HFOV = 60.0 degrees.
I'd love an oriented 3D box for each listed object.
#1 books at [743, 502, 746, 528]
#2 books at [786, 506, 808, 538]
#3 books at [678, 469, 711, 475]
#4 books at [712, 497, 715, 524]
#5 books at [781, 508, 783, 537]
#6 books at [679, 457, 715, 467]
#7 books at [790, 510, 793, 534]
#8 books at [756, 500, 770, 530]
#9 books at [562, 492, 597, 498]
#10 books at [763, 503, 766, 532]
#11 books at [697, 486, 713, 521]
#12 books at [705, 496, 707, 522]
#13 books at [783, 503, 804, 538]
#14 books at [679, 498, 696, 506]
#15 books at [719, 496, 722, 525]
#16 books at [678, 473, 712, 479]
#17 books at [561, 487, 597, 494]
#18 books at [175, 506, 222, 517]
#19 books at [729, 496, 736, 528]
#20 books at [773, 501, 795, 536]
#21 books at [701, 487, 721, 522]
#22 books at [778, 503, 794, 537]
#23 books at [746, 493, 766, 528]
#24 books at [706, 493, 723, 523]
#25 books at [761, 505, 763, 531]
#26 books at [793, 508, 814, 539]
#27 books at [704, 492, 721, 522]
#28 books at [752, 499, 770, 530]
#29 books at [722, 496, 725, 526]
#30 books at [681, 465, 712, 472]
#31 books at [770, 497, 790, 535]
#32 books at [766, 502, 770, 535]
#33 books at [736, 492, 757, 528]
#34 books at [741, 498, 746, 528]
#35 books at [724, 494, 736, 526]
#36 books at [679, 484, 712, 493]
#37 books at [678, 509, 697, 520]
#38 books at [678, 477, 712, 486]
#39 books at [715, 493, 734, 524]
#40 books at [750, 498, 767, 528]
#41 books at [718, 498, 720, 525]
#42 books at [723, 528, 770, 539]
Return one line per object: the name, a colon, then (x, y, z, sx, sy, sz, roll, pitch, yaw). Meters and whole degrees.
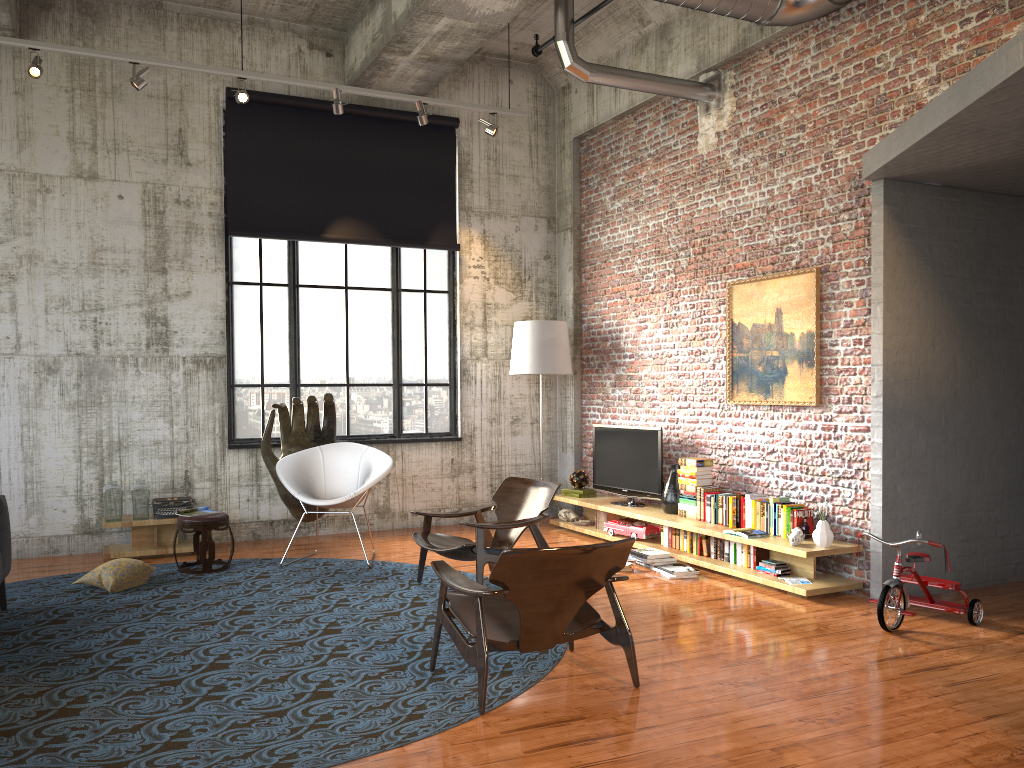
books: (1.968, 1.078, 7.275, 0.161, 0.223, 0.026, -1, 2, -26)
books: (2.198, 1.066, 6.834, 0.174, 0.240, 0.045, -1, 2, -26)
books: (1.631, 0.785, 7.917, 0.183, 0.034, 0.253, 0, 0, -26)
books: (1.781, 1.077, 7.571, 0.161, 0.223, 0.026, -1, 2, -26)
books: (2.161, 1.075, 6.893, 0.161, 0.223, 0.027, -1, 2, -26)
books: (1.648, 0.698, 7.919, 0.198, 0.066, 0.259, 0, 0, -26)
books: (2.204, 1.074, 6.798, 0.161, 0.223, 0.026, -1, 2, -26)
books: (2.045, 1.065, 7.133, 0.171, 0.246, 0.057, -1, 2, -26)
books: (0.728, 1.190, 9.582, 0.243, 0.037, 0.302, 0, 0, -33)
books: (2.083, 1.068, 7.066, 0.174, 0.240, 0.045, -1, 2, -26)
books: (1.700, 1.045, 7.752, 0.176, 0.291, 0.044, -1, 2, -26)
books: (1.744, 1.078, 7.662, 0.161, 0.223, 0.026, -1, 2, -26)
books: (2.181, 1.060, 6.869, 0.183, 0.254, 0.034, -1, 2, -26)
books: (1.641, 1.053, 7.933, 0.174, 0.045, 0.240, 0, 0, -26)
books: (1.830, 1.065, 7.494, 0.171, 0.246, 0.032, -1, 2, -26)
books: (1.635, 0.819, 7.920, 0.183, 0.034, 0.253, 0, 0, -26)
books: (0.728, 1.153, 9.581, 0.302, 0.037, 0.243, -1, 0, 44)
books: (-2.669, 1.088, 7.552, 0.229, 0.043, 0.300, -1, 0, 38)
books: (1.889, 1.060, 7.371, 0.183, 0.254, 0.034, -1, 2, -26)
books: (2.133, 1.057, 6.955, 0.180, 0.259, 0.060, -1, 2, -26)
books: (1.734, 1.048, 7.721, 0.198, 0.285, 0.040, -1, 2, -26)
books: (2.149, 1.061, 6.915, 0.160, 0.251, 0.026, -1, 2, -26)
books: (1.993, 1.044, 7.243, 0.176, 0.291, 0.053, -1, 2, -26)
books: (1.758, 1.069, 7.629, 0.174, 0.240, 0.045, -1, 2, -26)
books: (2.061, 1.077, 7.095, 0.161, 0.223, 0.027, -1, 2, -26)
books: (2.227, 1.070, 6.774, 0.168, 0.231, 0.037, -1, 2, -26)
books: (1.741, 1.064, 7.688, 0.160, 0.251, 0.026, -1, 2, -26)
books: (2.022, 1.062, 7.172, 0.183, 0.254, 0.034, -1, 2, -26)
books: (1.847, 1.062, 7.466, 0.160, 0.251, 0.032, -1, 2, -26)
books: (1.644, 0.750, 7.914, 0.168, 0.037, 0.231, 0, 0, -26)
books: (2.114, 1.042, 6.998, 0.176, 0.291, 0.036, -1, 2, -26)
books: (2.090, 1.061, 7.026, 0.183, 0.254, 0.034, -1, 2, -26)
books: (1.953, 1.048, 7.346, 0.198, 0.284, 0.066, -1, 2, -26)
books: (1.959, 1.065, 7.299, 0.160, 0.251, 0.026, -1, 2, -26)
books: (1.863, 1.058, 7.437, 0.180, 0.259, 0.034, -1, 2, -26)
books: (1.638, 0.925, 7.922, 0.171, 0.057, 0.246, 0, 0, -26)
books: (1.652, 1.161, 7.931, 0.198, 0.066, 0.284, 0, 0, -26)
books: (1.639, 0.866, 7.920, 0.180, 0.060, 0.259, 0, 0, -26)
books: (1.807, 1.062, 7.550, 0.183, 0.254, 0.034, -1, 2, -26)
books: (2.011, 1.062, 7.204, 0.183, 0.254, 0.034, -1, 2, -26)
books: (1.819, 1.077, 7.522, 0.161, 0.223, 0.027, -1, 2, -26)
books: (1.841, 1.170, 6.981, 0.214, 0.040, 0.316, 0, 0, -26)
